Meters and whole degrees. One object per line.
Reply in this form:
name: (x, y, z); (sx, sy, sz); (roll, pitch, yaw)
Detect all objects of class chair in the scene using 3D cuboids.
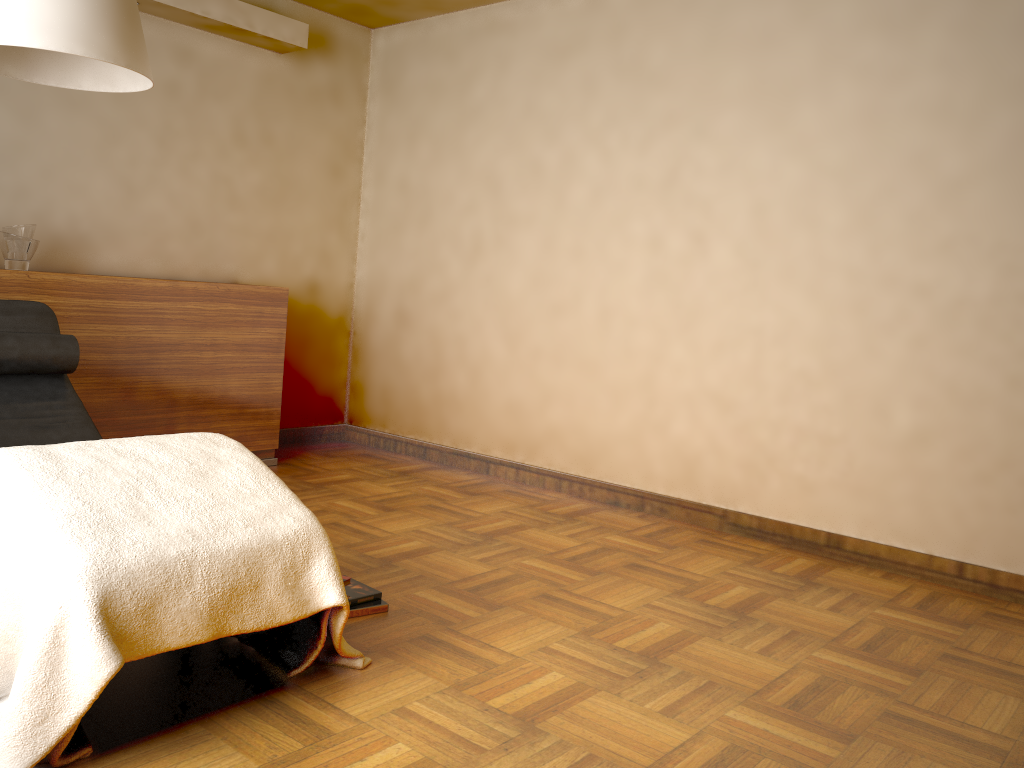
chair: (-1.284, 0.200, 2.422); (1.796, 0.796, 0.635); (8, 4, 40)

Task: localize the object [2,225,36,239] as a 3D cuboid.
object: (-2.018, -0.582, 3.610); (0.122, 0.149, 0.123); (5, 3, 20)

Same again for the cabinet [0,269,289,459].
cabinet: (-1.845, -0.053, 3.932); (0.417, 0.860, 1.673); (5, 4, 40)

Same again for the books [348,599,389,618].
books: (-0.526, 0.631, 2.536); (0.280, 0.022, 0.201); (0, 7, -36)

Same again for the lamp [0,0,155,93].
lamp: (-1.513, -0.369, 2.537); (1.421, 1.964, 0.450); (6, 2, 44)

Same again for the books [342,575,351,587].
books: (-0.560, 0.572, 2.523); (0.124, 0.018, 0.173); (6, 6, 24)

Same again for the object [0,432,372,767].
object: (-0.902, 0.410, 2.070); (0.913, 0.519, 0.917); (8, 6, 40)

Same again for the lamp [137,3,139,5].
lamp: (-2.108, -1.758, 3.662); (0.050, 0.028, 1.157); (8, 7, 40)

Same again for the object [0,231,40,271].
object: (-2.021, -0.543, 3.611); (0.156, 0.154, 0.155); (6, 4, 30)

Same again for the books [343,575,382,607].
books: (-0.539, 0.609, 2.546); (0.190, 0.020, 0.264); (9, 8, 44)

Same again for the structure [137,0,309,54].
structure: (-1.885, -1.824, 3.939); (0.275, 0.130, 2.177); (8, 7, 40)
